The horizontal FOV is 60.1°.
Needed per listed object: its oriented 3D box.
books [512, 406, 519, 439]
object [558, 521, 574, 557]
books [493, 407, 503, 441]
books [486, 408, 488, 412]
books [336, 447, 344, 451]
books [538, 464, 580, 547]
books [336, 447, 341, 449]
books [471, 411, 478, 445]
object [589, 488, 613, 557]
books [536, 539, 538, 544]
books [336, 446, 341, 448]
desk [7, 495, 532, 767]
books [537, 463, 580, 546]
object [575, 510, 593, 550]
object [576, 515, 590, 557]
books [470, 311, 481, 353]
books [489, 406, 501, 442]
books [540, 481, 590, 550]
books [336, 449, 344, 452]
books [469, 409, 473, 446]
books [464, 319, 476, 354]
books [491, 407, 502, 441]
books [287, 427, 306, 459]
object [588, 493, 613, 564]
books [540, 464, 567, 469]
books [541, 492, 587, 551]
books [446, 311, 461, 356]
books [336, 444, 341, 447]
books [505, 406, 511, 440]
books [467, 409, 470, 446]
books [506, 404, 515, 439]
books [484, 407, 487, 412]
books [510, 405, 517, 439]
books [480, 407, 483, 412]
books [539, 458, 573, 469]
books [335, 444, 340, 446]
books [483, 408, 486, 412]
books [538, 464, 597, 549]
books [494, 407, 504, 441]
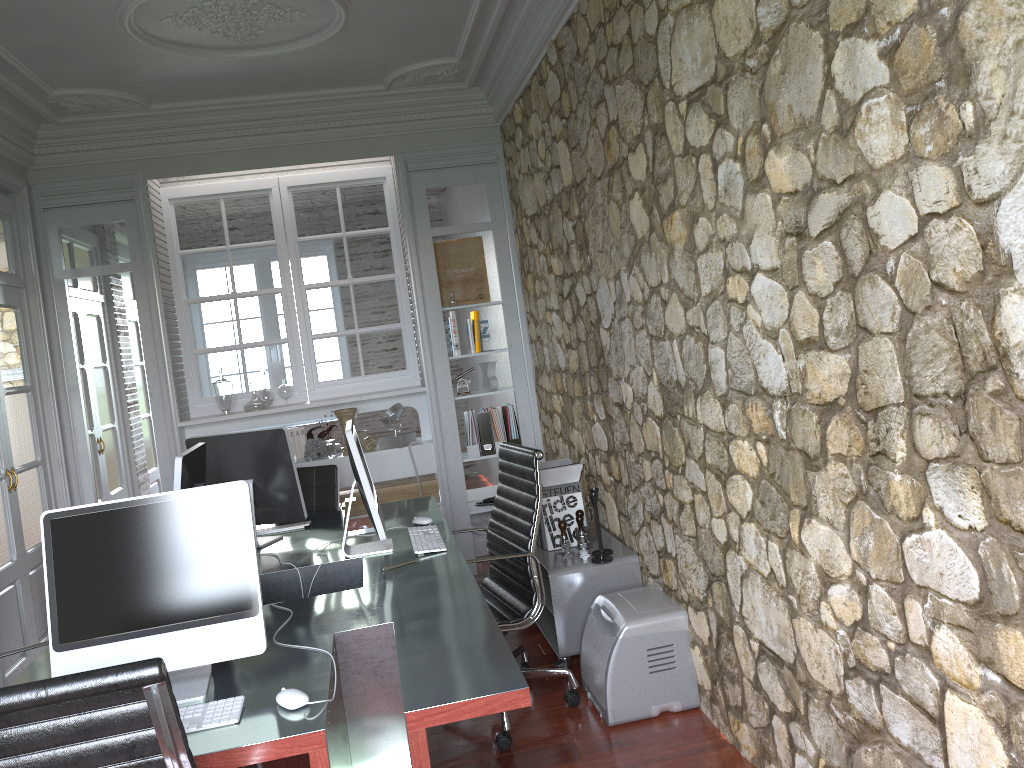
[{"bbox_3d":[0.020,0.277,5.759,0.024,0.282,0.194,-8,1,-5],"label":"books"},{"bbox_3d":[0.234,0.690,3.979,0.048,0.153,0.088,-8,1,-14],"label":"object"},{"bbox_3d":[-0.083,0.292,5.725,0.043,0.281,0.194,-8,1,-3],"label":"books"},{"bbox_3d":[-0.142,0.301,5.720,0.007,0.282,0.194,-8,1,-4],"label":"books"},{"bbox_3d":[-1.230,0.434,5.777,0.245,0.007,0.181,-4,5,45],"label":"books"},{"bbox_3d":[0.234,0.574,4.208,0.259,0.352,0.070,-8,1,-10],"label":"books"},{"bbox_3d":[-1.239,0.427,5.786,0.189,0.007,0.169,-4,5,45],"label":"books"},{"bbox_3d":[-0.237,0.311,5.721,0.022,0.288,0.194,-8,1,-1],"label":"books"},{"bbox_3d":[0.380,0.606,3.908,0.094,0.288,0.095,-7,1,40],"label":"object"},{"bbox_3d":[0.187,0.623,4.270,0.183,0.262,0.056,-8,1,-10],"label":"books"},{"bbox_3d":[-1.239,0.421,5.786,0.189,0.007,0.169,-4,5,45],"label":"books"},{"bbox_3d":[-0.762,1.053,3.028,1.302,0.727,2.508,-8,3,-9],"label":"desk"},{"bbox_3d":[0.226,0.573,4.231,0.258,0.354,0.049,-8,1,-10],"label":"books"},{"bbox_3d":[0.319,0.662,4.050,0.048,0.175,0.087,-8,1,-36],"label":"object"},{"bbox_3d":[0.311,0.670,3.945,0.048,0.175,0.088,-8,1,2],"label":"object"},{"bbox_3d":[-0.237,-0.337,5.745,0.055,0.268,0.192,-8,2,-9],"label":"books"},{"bbox_3d":[-0.105,0.286,5.731,0.045,0.282,0.180,-8,1,-3],"label":"books"},{"bbox_3d":[0.235,0.614,4.144,0.222,0.283,0.061,-8,1,-10],"label":"books"},{"bbox_3d":[-1.229,0.443,5.777,0.245,0.011,0.181,-4,5,45],"label":"books"},{"bbox_3d":[-0.266,0.308,5.728,0.038,0.296,0.180,-8,1,-1],"label":"books"},{"bbox_3d":[-0.273,-0.309,5.740,0.026,0.223,0.161,-8,2,-9],"label":"books"},{"bbox_3d":[-0.093,0.290,5.726,0.045,0.287,0.194,-8,1,-3],"label":"books"},{"bbox_3d":[-1.420,0.384,5.669,0.151,0.193,0.142,-9,2,-44],"label":"books"},{"bbox_3d":[0.367,0.615,3.799,0.095,0.288,0.095,-8,1,-14],"label":"object"},{"bbox_3d":[0.200,0.579,4.367,0.249,0.333,0.060,-8,1,-10],"label":"books"},{"bbox_3d":[0.243,0.637,4.109,0.197,0.240,0.058,-8,1,-10],"label":"books"},{"bbox_3d":[-0.382,-0.326,5.747,0.042,0.286,0.216,-8,2,-9],"label":"books"},{"bbox_3d":[-1.240,0.414,5.786,0.189,0.007,0.169,-4,5,45],"label":"books"},{"bbox_3d":[-0.025,0.286,5.752,0.024,0.277,0.194,-8,2,-5],"label":"books"},{"bbox_3d":[-0.280,0.314,5.720,0.037,0.287,0.194,-8,1,-1],"label":"books"},{"bbox_3d":[-0.008,0.275,5.763,0.030,0.290,0.180,-8,1,-5],"label":"books"},{"bbox_3d":[-0.151,0.298,5.717,0.009,0.288,0.194,-8,1,-4],"label":"books"},{"bbox_3d":[0.005,0.274,5.758,0.013,0.288,0.194,-8,1,-5],"label":"books"},{"bbox_3d":[-0.187,0.303,5.714,0.039,0.288,0.194,-8,1,-4],"label":"books"},{"bbox_3d":[0.191,0.566,4.429,0.259,0.351,0.065,-8,1,-10],"label":"books"},{"bbox_3d":[-1.242,0.407,5.786,0.169,0.007,0.189,-10,5,-38],"label":"books"},{"bbox_3d":[-0.163,0.303,5.713,0.030,0.283,0.180,-8,1,-4],"label":"books"},{"bbox_3d":[0.241,0.574,4.179,0.272,0.354,0.063,-8,1,-10],"label":"books"},{"bbox_3d":[-0.073,0.294,5.726,0.045,0.287,0.194,-8,1,-3],"label":"books"}]
